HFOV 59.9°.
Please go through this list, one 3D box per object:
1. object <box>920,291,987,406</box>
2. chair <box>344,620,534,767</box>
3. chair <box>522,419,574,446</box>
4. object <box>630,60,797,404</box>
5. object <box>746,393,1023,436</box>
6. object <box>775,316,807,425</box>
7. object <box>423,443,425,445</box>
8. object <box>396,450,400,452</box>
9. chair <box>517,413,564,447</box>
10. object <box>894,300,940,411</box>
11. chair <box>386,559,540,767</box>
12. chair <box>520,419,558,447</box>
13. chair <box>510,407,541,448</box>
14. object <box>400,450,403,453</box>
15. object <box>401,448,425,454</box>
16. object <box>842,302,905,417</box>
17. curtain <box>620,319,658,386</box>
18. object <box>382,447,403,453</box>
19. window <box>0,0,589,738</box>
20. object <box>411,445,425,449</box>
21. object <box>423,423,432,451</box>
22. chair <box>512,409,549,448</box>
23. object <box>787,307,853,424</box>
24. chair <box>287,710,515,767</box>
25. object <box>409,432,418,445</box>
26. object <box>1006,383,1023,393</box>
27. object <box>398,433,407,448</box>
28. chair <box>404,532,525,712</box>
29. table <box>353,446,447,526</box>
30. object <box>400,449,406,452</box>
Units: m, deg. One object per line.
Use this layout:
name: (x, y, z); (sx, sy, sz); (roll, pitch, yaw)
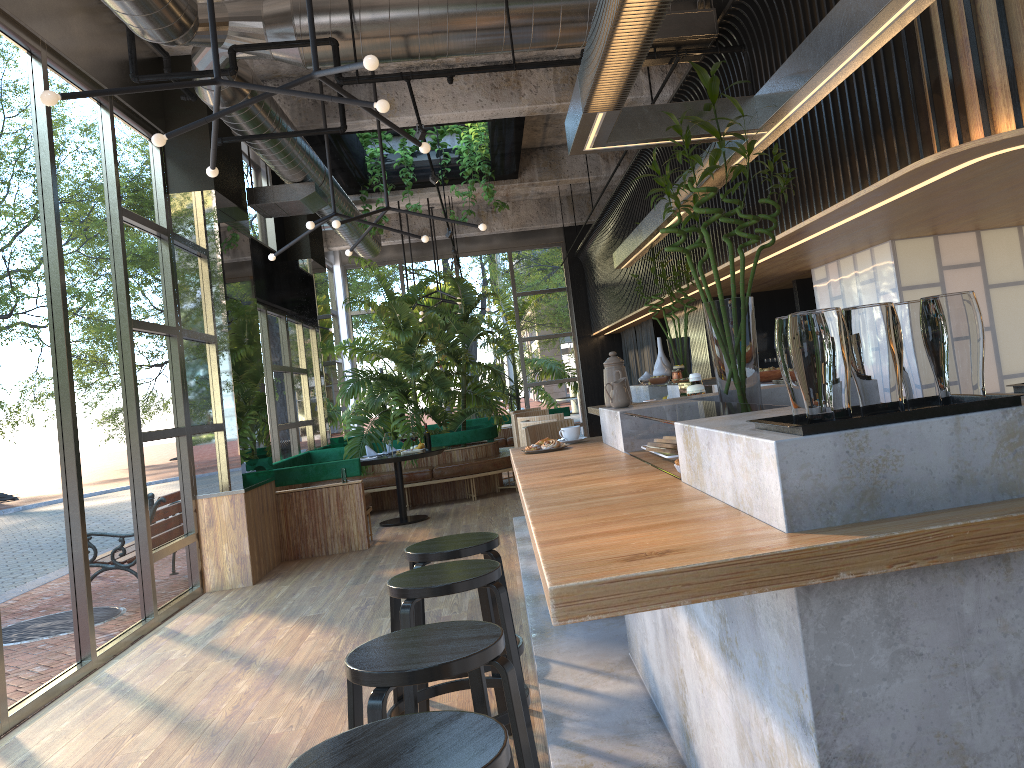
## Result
object: (0.793, -0.057, 1.586); (0.107, 0.210, 0.103); (-6, -3, -9)
chair: (-0.187, 1.030, 2.313); (0.529, 0.698, 0.498); (-6, -3, -15)
chair: (0.382, 0.677, 4.655); (0.518, 0.972, 0.575); (-10, -4, 43)
object: (0.833, -0.585, 3.534); (0.674, 1.554, 0.582); (-7, -3, 1)
object: (0.679, 0.054, 1.643); (0.442, 0.019, 0.269); (-7, 0, -6)
object: (0.555, -0.026, 1.667); (0.104, 0.210, 0.107); (-8, -3, 11)
object: (-1.008, 0.705, 10.096); (0.059, 0.072, 0.206); (-7, -1, -11)
object: (-1.287, 0.764, 10.032); (0.024, 0.025, 0.047); (-8, -1, 16)
chair: (0.364, 0.682, 6.227); (0.530, 0.972, 0.562); (-8, -3, 20)
object: (0.783, -0.055, 1.699); (0.107, 0.210, 0.103); (-6, -3, -9)
chair: (-0.207, 1.034, 3.213); (0.528, 0.698, 0.500); (-6, -3, -13)
chair: (0.379, 0.679, 5.419); (0.575, 0.972, 0.518); (-4, -4, -44)
chair: (0.315, 0.690, 7.770); (0.543, 0.972, 0.550); (-7, -3, 6)
object: (-1.226, 0.753, 9.859); (0.032, 0.031, 0.040); (-8, -2, 21)
object: (-1.077, 0.740, 9.891); (0.237, 0.019, 0.355); (-7, 0, 7)
object: (0.664, -0.040, 1.622); (0.104, 0.210, 0.107); (-8, -3, 11)
curtain: (2.064, 0.071, 14.037); (0.123, 2.064, 3.235); (-7, -1, -1)
object: (-1.381, 0.724, 10.210); (0.241, 0.139, 0.224); (-7, -1, -20)
window: (-0.890, -1.800, 5.760); (4.180, 6.511, 20.123); (-7, 0, -1)
object: (-1.064, 0.710, 9.992); (0.193, 0.038, 0.063); (-7, -1, 29)
object: (-0.937, 0.581, 9.783); (0.067, 0.300, 0.069); (-8, -4, 12)
chair: (0.331, 0.687, 6.968); (0.572, 0.972, 0.521); (-5, -3, -29)
object: (0.545, -0.025, 1.559); (0.104, 0.210, 0.107); (-8, -3, 11)
chair: (-0.172, 1.028, 1.609); (0.507, 0.698, 0.521); (-7, -3, 10)
object: (-1.112, 0.653, 10.122); (0.105, 0.201, 0.099); (-6, -3, -15)
object: (1.227, -0.016, 1.709); (0.442, 0.019, 0.269); (-7, 0, -6)
object: (-1.243, 0.670, 10.149); (0.105, 0.201, 0.099); (-6, -3, -15)
chair: (-0.221, 1.037, 3.854); (0.524, 0.698, 0.504); (-7, -3, -8)
table: (-1.237, 1.149, 9.831); (1.154, 0.753, 1.043); (-6, -2, -35)
object: (-1.234, 0.755, 10.012); (0.097, 0.028, 0.129); (-7, 0, 11)
